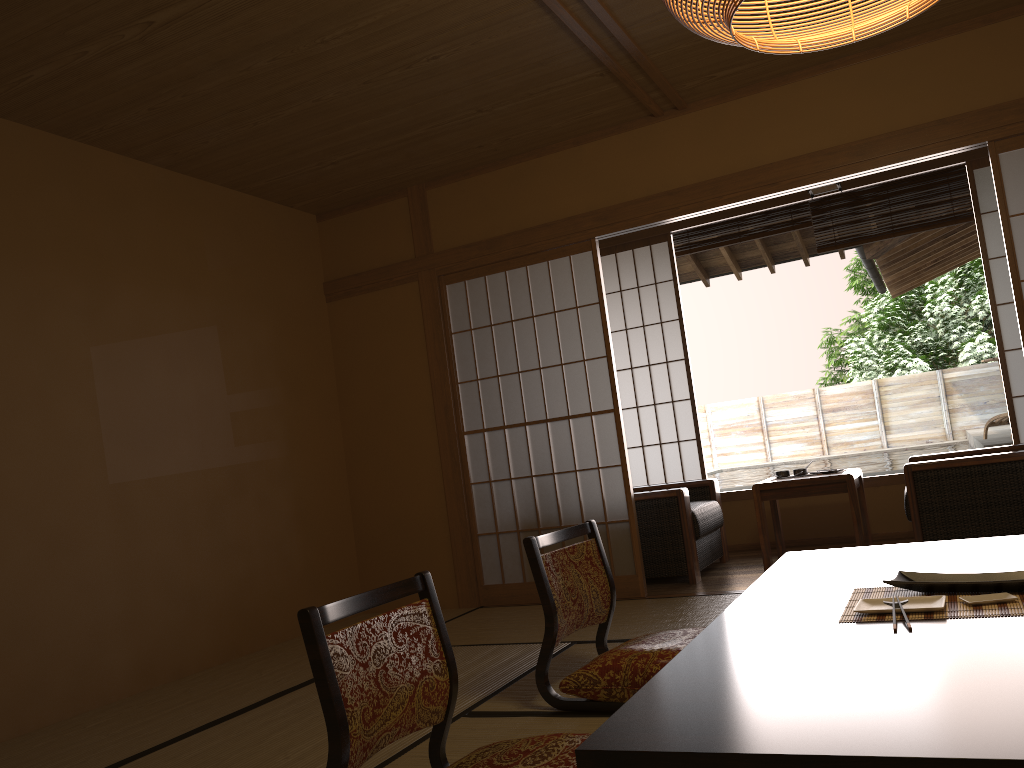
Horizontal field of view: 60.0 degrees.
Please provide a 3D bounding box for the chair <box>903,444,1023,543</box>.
[{"bbox_3d":[2.547,0.488,4.631,0.945,0.778,0.872,-10,-5,25],"label":"chair"}]

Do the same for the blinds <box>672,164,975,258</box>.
[{"bbox_3d":[2.016,-1.165,5.983,1.934,0.594,0.048,-10,-5,25],"label":"blinds"}]

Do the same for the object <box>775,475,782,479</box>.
[{"bbox_3d":[1.544,0.540,5.141,0.015,0.018,0.050,-6,-5,-23],"label":"object"}]

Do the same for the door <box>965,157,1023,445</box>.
[{"bbox_3d":[3.391,-0.532,5.248,0.993,1.870,0.040,-10,-5,25],"label":"door"}]

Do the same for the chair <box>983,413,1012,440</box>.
[{"bbox_3d":[4.171,-0.051,6.813,0.677,0.850,1.228,-8,-5,0],"label":"chair"}]

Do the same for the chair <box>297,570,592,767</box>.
[{"bbox_3d":[-0.012,0.685,1.868,0.700,0.546,0.583,-10,-5,24],"label":"chair"}]

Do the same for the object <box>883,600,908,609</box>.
[{"bbox_3d":[0.833,0.479,1.922,0.050,0.018,0.015,-10,-5,22],"label":"object"}]

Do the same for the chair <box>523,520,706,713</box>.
[{"bbox_3d":[0.455,0.713,2.850,0.688,0.546,0.582,-10,-5,30],"label":"chair"}]

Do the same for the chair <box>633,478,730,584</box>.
[{"bbox_3d":[0.769,0.800,5.488,0.945,0.778,0.872,-10,-5,25],"label":"chair"}]

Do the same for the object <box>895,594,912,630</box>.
[{"bbox_3d":[0.817,0.475,1.853,0.006,0.030,0.229,-9,-5,17],"label":"object"}]

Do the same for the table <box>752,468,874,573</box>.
[{"bbox_3d":[1.728,0.772,5.066,0.541,0.499,0.540,-10,-5,25],"label":"table"}]

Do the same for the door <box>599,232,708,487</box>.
[{"bbox_3d":[0.818,-0.079,6.488,0.993,1.870,0.040,-10,-5,25],"label":"door"}]

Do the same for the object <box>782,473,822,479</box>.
[{"bbox_3d":[1.635,0.523,5.017,0.230,0.007,0.006,-9,-5,21],"label":"object"}]

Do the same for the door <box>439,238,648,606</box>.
[{"bbox_3d":[0.143,0.244,4.963,0.993,1.931,0.040,-10,-5,25],"label":"door"}]

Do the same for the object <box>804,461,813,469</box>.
[{"bbox_3d":[1.708,0.490,5.187,0.117,0.068,0.038,-7,-4,-9],"label":"object"}]

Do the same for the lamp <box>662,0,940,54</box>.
[{"bbox_3d":[0.667,-1.237,1.947,0.798,0.824,0.800,-4,-6,-41],"label":"lamp"}]

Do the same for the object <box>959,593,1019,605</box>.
[{"bbox_3d":[1.016,0.461,1.890,0.099,0.012,0.067,-8,-5,9],"label":"object"}]

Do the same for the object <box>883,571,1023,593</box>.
[{"bbox_3d":[1.051,0.453,2.030,0.349,0.039,0.129,-12,-7,39],"label":"object"}]

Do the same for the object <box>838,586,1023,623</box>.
[{"bbox_3d":[0.959,0.482,1.982,0.401,0.003,0.398,-10,-6,25],"label":"object"}]

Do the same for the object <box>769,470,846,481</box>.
[{"bbox_3d":[1.696,0.525,5.083,0.401,0.003,0.300,-10,-6,25],"label":"object"}]

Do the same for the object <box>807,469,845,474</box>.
[{"bbox_3d":[1.791,0.501,5.059,0.131,0.015,0.182,-6,-5,-19],"label":"object"}]

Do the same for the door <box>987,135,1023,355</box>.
[{"bbox_3d":[2.715,-0.208,3.724,0.993,1.931,0.040,-10,-5,25],"label":"door"}]

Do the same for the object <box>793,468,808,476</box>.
[{"bbox_3d":[1.686,0.515,5.181,0.084,0.037,0.084,-9,-5,17],"label":"object"}]

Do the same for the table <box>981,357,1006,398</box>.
[{"bbox_3d":[5.129,0.071,8.869,0.670,0.730,0.669,-10,-5,28],"label":"table"}]

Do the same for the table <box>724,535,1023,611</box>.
[{"bbox_3d":[1.205,0.670,2.412,0.996,0.356,0.995,-10,-6,25],"label":"table"}]

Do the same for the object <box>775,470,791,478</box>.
[{"bbox_3d":[1.596,0.531,5.222,0.084,0.037,0.084,-4,-6,-36],"label":"object"}]

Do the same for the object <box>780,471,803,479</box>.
[{"bbox_3d":[1.605,0.523,5.093,0.130,0.026,0.038,-8,-5,10],"label":"object"}]

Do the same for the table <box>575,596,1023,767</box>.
[{"bbox_3d":[0.774,0.645,1.516,0.996,0.356,0.995,-10,-6,25],"label":"table"}]

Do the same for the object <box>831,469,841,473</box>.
[{"bbox_3d":[1.806,0.487,4.942,0.050,0.018,0.015,-9,-5,12],"label":"object"}]

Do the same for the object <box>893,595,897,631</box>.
[{"bbox_3d":[0.800,0.478,1.857,0.006,0.030,0.229,-9,-5,23],"label":"object"}]

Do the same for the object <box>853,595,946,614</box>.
[{"bbox_3d":[0.846,0.484,1.932,0.180,0.014,0.130,-10,-6,27],"label":"object"}]

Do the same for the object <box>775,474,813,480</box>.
[{"bbox_3d":[1.615,0.528,5.045,0.230,0.007,0.006,-9,-5,15],"label":"object"}]

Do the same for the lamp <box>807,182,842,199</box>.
[{"bbox_3d":[1.726,-1.415,5.034,0.330,0.680,0.330,-10,-5,25],"label":"lamp"}]
